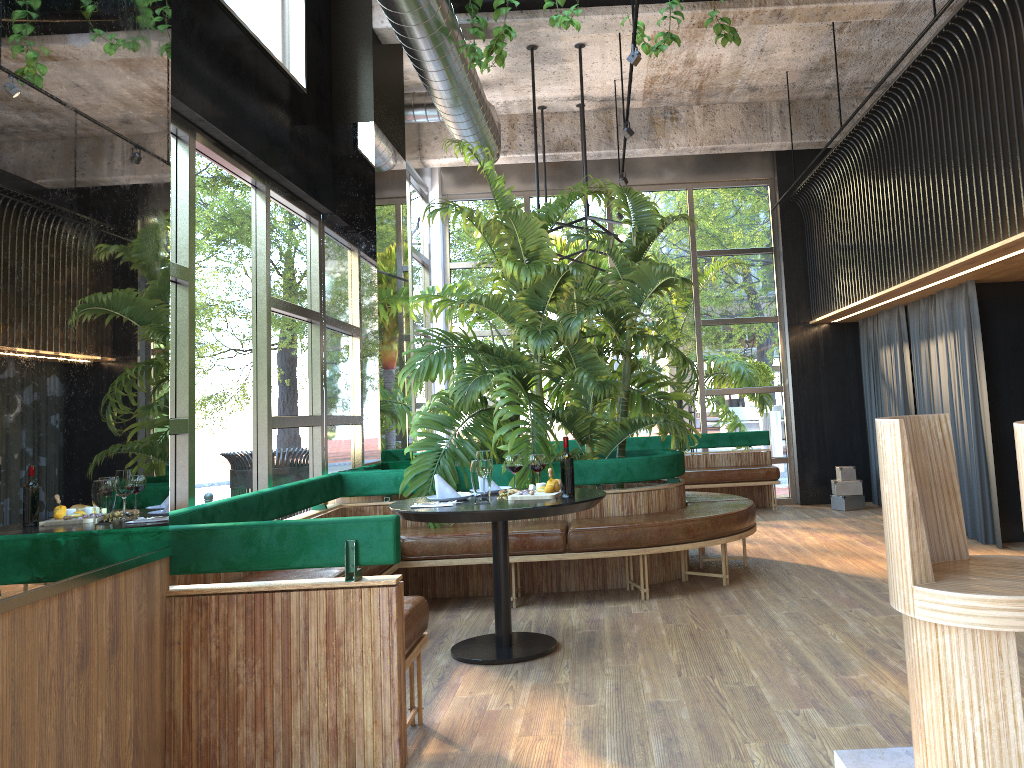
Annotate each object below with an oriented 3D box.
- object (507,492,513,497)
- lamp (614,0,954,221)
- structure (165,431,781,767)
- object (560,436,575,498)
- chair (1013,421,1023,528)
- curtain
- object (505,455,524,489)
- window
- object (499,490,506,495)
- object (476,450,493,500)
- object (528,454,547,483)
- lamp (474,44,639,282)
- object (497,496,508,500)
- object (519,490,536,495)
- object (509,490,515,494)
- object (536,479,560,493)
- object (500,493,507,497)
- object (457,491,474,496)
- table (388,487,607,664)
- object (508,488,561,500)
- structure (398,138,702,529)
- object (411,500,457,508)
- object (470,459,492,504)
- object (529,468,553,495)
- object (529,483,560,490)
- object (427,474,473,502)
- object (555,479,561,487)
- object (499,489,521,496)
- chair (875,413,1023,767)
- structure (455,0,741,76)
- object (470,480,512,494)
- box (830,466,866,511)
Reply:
[{"bbox_3d":[-0.012,0.565,4.531,0.032,0.031,0.040,-5,-4,28],"label":"object"},{"bbox_3d":[0.742,-2.393,5.004,3.787,1.540,9.988,-3,-2,2],"label":"lamp"},{"bbox_3d":[1.197,0.354,0.182,6.013,1.557,20.070,-3,-2,5],"label":"structure"},{"bbox_3d":[0.274,0.412,4.422,0.066,0.301,0.070,-4,-6,19],"label":"object"},{"bbox_3d":[1.159,0.539,1.435,0.566,0.975,0.525,0,-6,-22],"label":"chair"},{"bbox_3d":[3.766,0.235,8.308,0.121,2.070,3.267,-3,-3,6],"label":"curtain"},{"bbox_3d":[0.014,0.488,4.825,0.104,0.202,0.100,-2,-5,-8],"label":"object"},{"bbox_3d":[-0.011,-2.069,0.444,4.128,6.530,20.318,-3,-2,6],"label":"window"},{"bbox_3d":[-0.050,0.576,4.712,0.024,0.025,0.047,-4,-3,22],"label":"object"},{"bbox_3d":[-0.139,0.462,4.487,0.095,0.246,0.090,-1,-6,-14],"label":"object"},{"bbox_3d":[0.139,0.480,4.783,0.104,0.202,0.100,-2,-5,-8],"label":"object"},{"bbox_3d":[1.319,-2.405,0.712,5.072,1.833,18.862,-3,-2,5],"label":"lamp"},{"bbox_3d":[-0.052,0.575,4.491,0.062,0.013,0.147,-3,-2,0],"label":"object"},{"bbox_3d":[0.082,0.550,4.543,0.101,0.013,0.222,-3,-2,9],"label":"object"},{"bbox_3d":[-0.002,0.567,4.622,0.032,0.032,0.037,-3,-4,1],"label":"object"},{"bbox_3d":[0.185,0.519,4.544,0.099,0.065,0.162,-1,-3,-25],"label":"object"},{"bbox_3d":[-0.045,0.574,4.593,0.032,0.019,0.038,-4,-3,16],"label":"object"},{"bbox_3d":[-0.295,0.595,4.824,0.165,0.019,0.242,-1,-2,-36],"label":"object"},{"bbox_3d":[-0.053,0.959,4.495,1.145,0.755,1.049,-1,-4,-28],"label":"table"},{"bbox_3d":[0.139,0.564,4.545,0.234,0.019,0.358,-3,-2,14],"label":"object"},{"bbox_3d":[0.295,-0.268,6.962,2.482,3.457,2.600,-1,-5,-12],"label":"structure"},{"bbox_3d":[-0.357,0.581,4.320,0.254,0.019,0.157,-3,-2,2],"label":"object"},{"bbox_3d":[-0.148,0.475,4.317,0.100,0.210,0.110,-6,-7,38],"label":"object"},{"bbox_3d":[0.146,0.488,4.457,0.143,0.124,0.097,-1,-5,-16],"label":"object"},{"bbox_3d":[0.167,0.537,4.644,0.192,0.038,0.063,-4,-3,37],"label":"object"},{"bbox_3d":[-0.323,0.533,4.581,0.238,0.140,0.226,-2,-3,-13],"label":"object"},{"bbox_3d":[0.234,0.539,4.741,0.058,0.072,0.208,-2,-2,-4],"label":"object"},{"bbox_3d":[0.000,0.571,4.685,0.096,0.028,0.130,-4,-2,18],"label":"object"},{"bbox_3d":[1.241,0.561,2.241,0.536,0.975,0.554,-4,-5,13],"label":"chair"},{"bbox_3d":[0.697,-2.767,5.773,2.077,1.526,1.467,-5,-5,32],"label":"structure"},{"bbox_3d":[-0.118,0.533,4.903,0.238,0.140,0.226,-2,-3,-13],"label":"object"},{"bbox_3d":[3.543,1.098,9.391,0.336,0.445,0.274,-2,-5,-8],"label":"box"}]
